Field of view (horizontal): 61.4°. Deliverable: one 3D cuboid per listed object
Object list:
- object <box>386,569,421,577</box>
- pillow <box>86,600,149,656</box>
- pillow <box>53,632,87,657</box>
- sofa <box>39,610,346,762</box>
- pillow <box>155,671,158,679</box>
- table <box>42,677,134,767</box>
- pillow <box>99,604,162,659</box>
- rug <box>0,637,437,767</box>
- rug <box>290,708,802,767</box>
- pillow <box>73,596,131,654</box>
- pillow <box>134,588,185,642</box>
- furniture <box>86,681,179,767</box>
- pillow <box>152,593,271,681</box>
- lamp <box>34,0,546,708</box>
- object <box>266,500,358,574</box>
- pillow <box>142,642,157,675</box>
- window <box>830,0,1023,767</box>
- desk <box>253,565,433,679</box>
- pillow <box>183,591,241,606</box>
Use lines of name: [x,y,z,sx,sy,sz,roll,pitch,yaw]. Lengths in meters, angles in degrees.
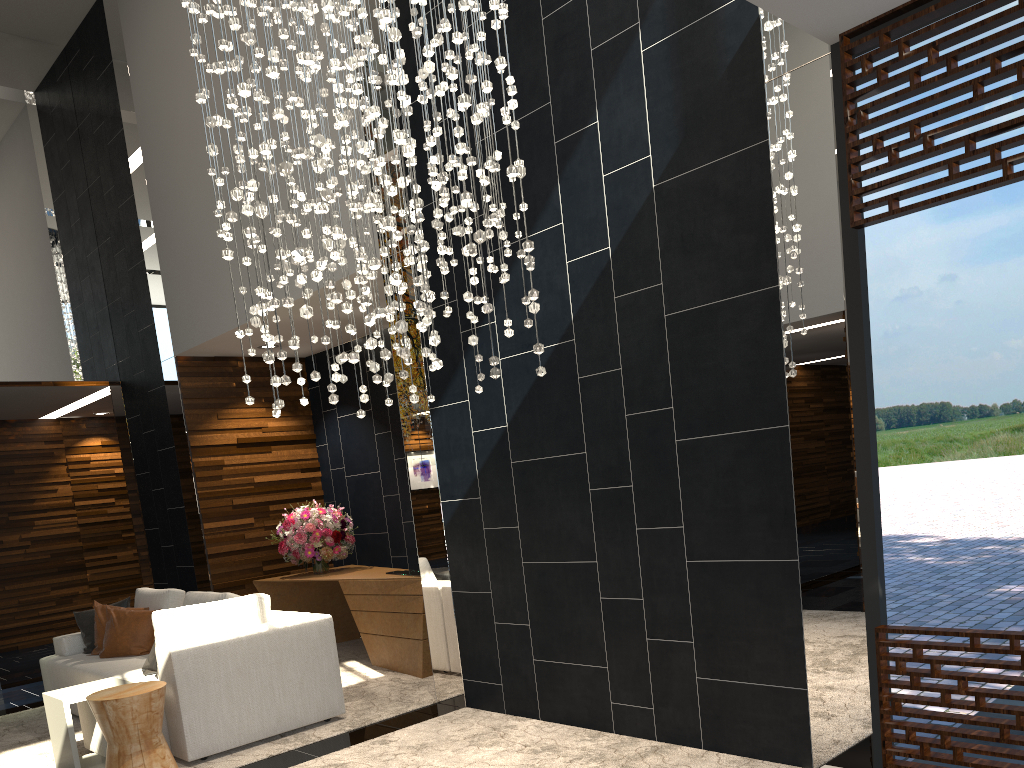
object: [-0.742,1.486,6.773,0.238,0.027,0.718,-3,-7,-33]
pillow: [-2.995,1.841,6.559,0.552,0.437,0.238,-7,4,13]
pillow: [-3.327,2.045,6.925,0.242,0.153,0.614,-9,-5,42]
sofa: [-2.507,2.008,6.048,1.271,0.689,2.881,-3,-6,-43]
pillow: [-2.075,1.656,5.497,0.257,0.418,0.547,-5,-1,14]
table: [-2.435,2.003,5.048,0.393,0.472,0.403,-8,2,-43]
pillow: [-2.848,1.829,6.390,0.524,0.419,0.262,-7,3,18]
rug: [-2.786,2.354,5.713,5.816,0.006,3.248,-1,-9,-43]
rug: [-0.729,1.867,3.434,3.367,0.006,2.361,-1,-9,-43]
pillow: [-3.160,1.878,6.702,0.555,0.421,0.250,-7,4,5]
pillow: [-2.736,1.801,6.651,0.242,0.457,0.727,-10,1,-44]
furniture: [-2.000,1.875,4.574,0.391,0.528,0.389,-7,2,-8]
pillow: [-1.795,1.537,5.221,0.701,0.464,0.219,-4,2,-42]
lamp: [-11.525,-45.275,1.086,395.873,115.252,401.250,-5,-5,-18]
object: [-1.763,1.374,7.763,0.666,0.685,0.678,-6,1,38]
pillow: [-2.206,1.687,5.625,0.300,0.368,0.501,-6,-2,6]
window: [-0.242,-1.556,0.210,6.040,6.097,2.361,-7,4,-43]
desk: [-1.202,1.987,7.399,0.974,0.756,2.267,-5,-4,-43]
pillow: [-2.124,1.665,5.992,0.284,0.441,0.726,-9,0,-43]
